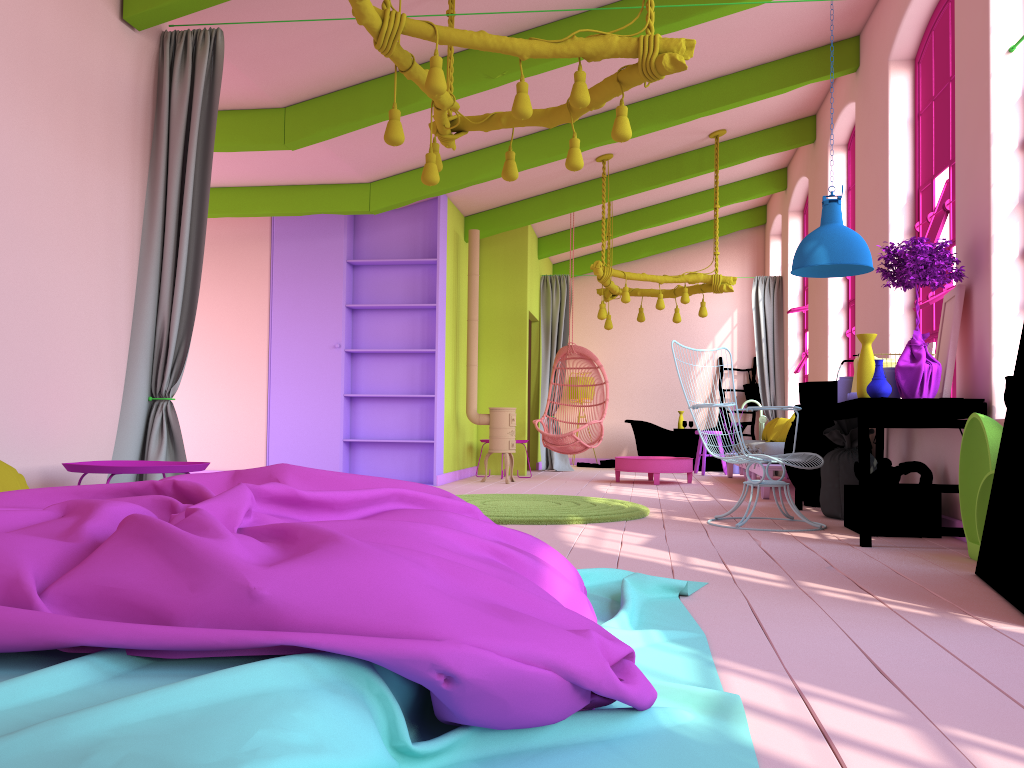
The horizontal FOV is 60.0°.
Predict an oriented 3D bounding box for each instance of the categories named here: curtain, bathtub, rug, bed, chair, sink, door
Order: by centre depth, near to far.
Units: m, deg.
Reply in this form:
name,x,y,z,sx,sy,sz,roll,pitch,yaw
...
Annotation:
name,x,y,z,sx,sy,sz,roll,pitch,yaw
bed,-0.822,0.482,2.176,2.802,0.513,3.578,0,-3,8
door,2.109,-0.274,3.379,0.450,2.210,1.154,0,-2,19
curtain,-1.803,-0.563,4.613,0.518,2.784,0.525,1,-2,-11
chair,1.633,0.322,5.959,0.925,1.238,1.079,-1,-3,43
sink,2.328,0.072,6.558,0.340,0.194,0.609,0,-3,9
rug,0.064,0.925,6.636,1.889,0.050,1.889,1,-3,-4
chair,0.707,-0.717,10.655,0.860,3.128,0.806,0,-2,28
curtain,3.494,-0.115,11.989,0.518,2.784,0.525,0,-2,28
chair,2.654,0.932,12.025,0.473,0.593,0.446,2,-2,-23
curtain,0.589,-0.188,12.437,0.518,2.784,0.525,1,-2,-11
bathtub,2.617,0.908,13.151,1.889,0.739,0.826,0,-2,9

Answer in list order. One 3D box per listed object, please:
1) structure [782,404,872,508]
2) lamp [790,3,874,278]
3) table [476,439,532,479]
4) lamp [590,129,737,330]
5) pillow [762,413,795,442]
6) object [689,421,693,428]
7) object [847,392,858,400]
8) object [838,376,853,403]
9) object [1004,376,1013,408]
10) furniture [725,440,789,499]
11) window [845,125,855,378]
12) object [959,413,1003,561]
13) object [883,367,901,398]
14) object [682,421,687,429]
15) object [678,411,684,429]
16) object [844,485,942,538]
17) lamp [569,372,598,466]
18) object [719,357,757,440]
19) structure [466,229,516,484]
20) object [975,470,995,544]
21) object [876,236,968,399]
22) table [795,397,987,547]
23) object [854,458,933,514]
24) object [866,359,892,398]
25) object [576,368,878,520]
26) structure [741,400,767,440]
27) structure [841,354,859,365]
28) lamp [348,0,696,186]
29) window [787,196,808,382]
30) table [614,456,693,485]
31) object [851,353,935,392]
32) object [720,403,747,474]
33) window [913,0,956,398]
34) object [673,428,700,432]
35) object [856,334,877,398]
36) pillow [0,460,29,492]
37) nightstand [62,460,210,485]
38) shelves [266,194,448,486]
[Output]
name,x,y,z,sx,sy,sz,roll,pitch,yaw
structure,2.619,0.593,7.367,0.718,0.844,0.718,2,-2,-24
lamp,2.150,-1.752,5.962,0.529,2.001,0.529,-1,-3,40
table,-0.098,0.901,10.719,0.596,0.458,0.596,3,-3,-44
lamp,1.499,-1.743,10.179,1.610,2.263,1.776,1,-2,-10
pillow,3.033,0.507,9.698,0.578,0.399,1.998,0,-3,8
object,2.650,0.635,13.124,0.069,0.170,0.069,0,-2,28
object,2.203,0.091,5.624,0.137,0.076,0.076,-1,-3,29
object,2.285,0.049,6.063,0.109,0.197,0.109,1,-2,1
object,2.655,0.069,4.600,0.182,0.222,0.182,1,-2,-14
furniture,2.850,0.866,9.629,0.907,0.507,3.777,0,-3,9
window,3.375,-1.142,8.544,0.072,3.046,1.275,0,-2,9
object,2.402,0.510,4.388,0.218,0.733,0.451,0,-2,9
object,2.238,0.002,5.240,0.109,0.197,0.109,3,-3,-44
object,2.527,0.627,12.978,0.069,0.170,0.069,0,-2,28
object,2.506,0.562,13.150,0.097,0.320,0.097,0,-2,20
object,2.365,0.789,5.544,0.446,0.277,0.522,0,-2,9
lamp,1.069,0.547,14.032,0.491,1.466,0.476,-1,-3,39
object,3.515,0.446,13.774,0.603,1.764,0.410,0,-2,9
structure,-0.184,-0.312,9.925,0.577,2.813,0.403,0,-2,26
object,2.279,0.628,4.071,0.137,0.462,0.284,1,-2,-6
object,2.339,-0.378,5.113,0.441,0.950,0.503,2,-2,-31
table,2.393,0.533,5.875,0.655,0.820,2.193,0,-3,9
object,2.420,0.702,5.686,0.300,0.448,0.672,1,-2,-16
object,2.067,-0.027,4.995,0.132,0.219,0.132,0,-2,25
object,1.872,0.348,10.265,2.827,1.579,7.868,0,-3,9
structure,3.604,0.759,12.988,0.254,1.061,0.452,2,-3,-38
structure,2.517,-0.024,6.559,0.166,0.396,0.087,0,-2,18
lamp,-0.054,-2.204,4.819,1.610,2.263,1.776,1,-2,-10
window,3.740,-1.017,10.968,0.551,3.008,1.514,0,-2,9
table,1.613,0.983,10.101,0.885,0.285,0.886,-1,-3,34
object,2.473,-0.040,5.858,0.444,0.369,0.633,0,-2,9
object,3.103,0.750,12.311,0.277,0.987,0.451,2,-3,-37
window,3.015,-1.249,6.111,0.492,3.002,1.498,0,-2,9
object,2.587,0.697,13.164,0.360,0.068,1.324,0,-3,9
object,2.079,-0.099,5.197,0.116,0.382,0.116,1,-2,-18
pillow,-1.935,0.300,2.089,0.848,0.822,2.618,1,-3,-2
nightstand,-1.631,0.569,3.856,0.596,0.458,0.596,3,-3,-44
shelves,-1.649,-0.486,9.403,1.841,3.103,0.385,0,-2,9
